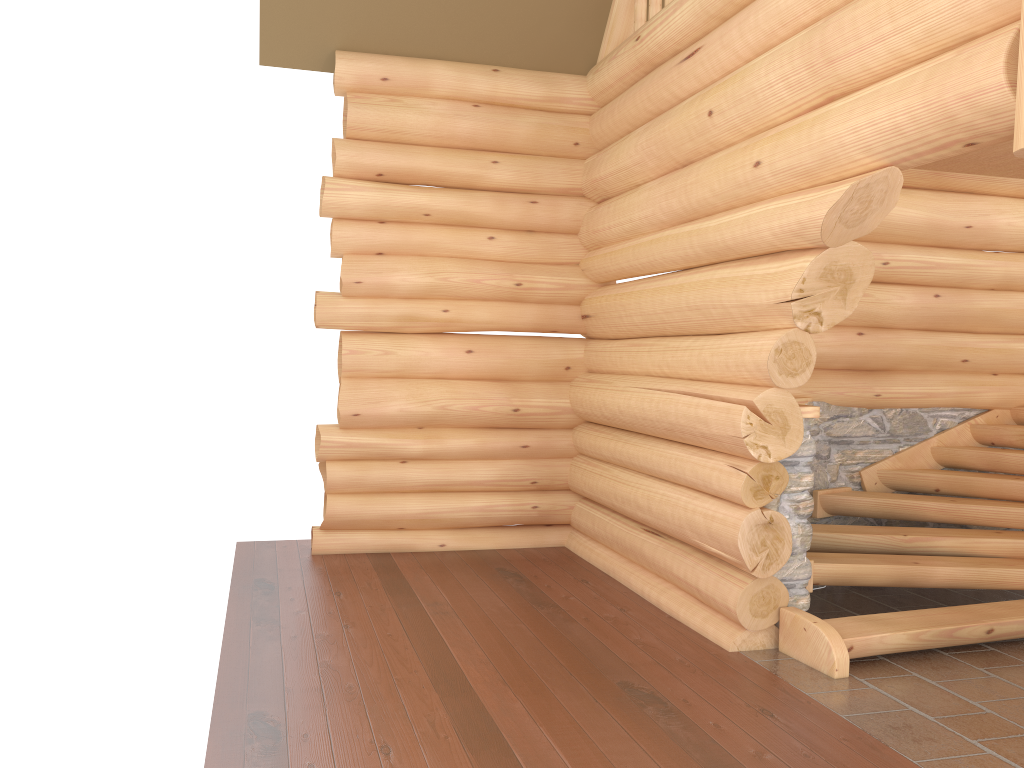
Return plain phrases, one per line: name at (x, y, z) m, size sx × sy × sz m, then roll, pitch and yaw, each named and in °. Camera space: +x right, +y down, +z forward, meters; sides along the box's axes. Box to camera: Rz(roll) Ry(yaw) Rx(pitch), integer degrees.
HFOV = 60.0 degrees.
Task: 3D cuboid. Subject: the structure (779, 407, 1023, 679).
structure at (3.156, 0.830, 6.541) m, size 3.604 × 1.643 × 1.951 m, roll 1°, pitch 2°, yaw -22°
